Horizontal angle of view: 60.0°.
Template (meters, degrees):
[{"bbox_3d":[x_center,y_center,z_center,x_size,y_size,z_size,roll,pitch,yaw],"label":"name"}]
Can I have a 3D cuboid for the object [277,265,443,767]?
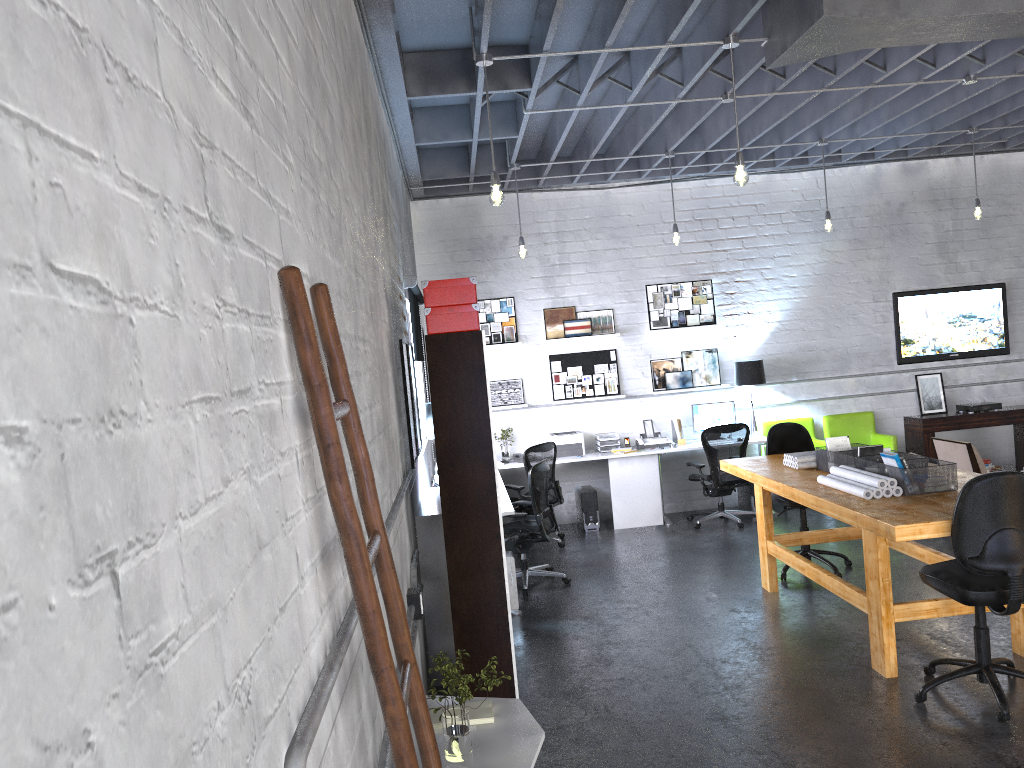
[{"bbox_3d":[-0.201,0.814,1.922,0.320,2.122,0.424,-5,3,-4],"label":"object"}]

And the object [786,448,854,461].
[{"bbox_3d":[2.234,0.505,6.376,0.519,0.047,0.046,-5,2,-3],"label":"object"}]

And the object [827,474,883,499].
[{"bbox_3d":[2.028,0.605,5.278,0.058,0.057,0.635,-5,2,-4],"label":"object"}]

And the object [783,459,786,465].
[{"bbox_3d":[2.234,0.543,6.448,0.519,0.047,0.047,-5,2,-3],"label":"object"}]

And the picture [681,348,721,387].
[{"bbox_3d":[2.093,-0.174,9.810,0.410,0.409,0.047,-5,3,-3],"label":"picture"}]

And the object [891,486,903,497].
[{"bbox_3d":[2.141,0.594,5.285,0.058,0.057,0.635,-5,2,-4],"label":"object"}]

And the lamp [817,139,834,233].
[{"bbox_3d":[2.994,-1.884,8.468,0.104,0.879,0.104,-5,3,-3],"label":"lamp"}]

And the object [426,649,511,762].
[{"bbox_3d":[-0.166,1.121,3.096,0.297,0.363,0.270,-4,3,31],"label":"object"}]

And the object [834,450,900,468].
[{"bbox_3d":[2.297,0.516,5.723,0.316,0.156,0.306,-5,2,-3],"label":"object"}]

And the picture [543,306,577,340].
[{"bbox_3d":[0.532,-0.665,9.690,0.355,0.343,0.042,-5,3,-3],"label":"picture"}]

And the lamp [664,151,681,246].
[{"bbox_3d":[1.520,-1.746,8.378,0.104,0.879,0.104,-5,3,-3],"label":"lamp"}]

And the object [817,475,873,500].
[{"bbox_3d":[1.971,0.610,5.275,0.057,0.058,0.635,-5,2,-4],"label":"object"}]

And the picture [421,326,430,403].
[{"bbox_3d":[-0.891,-0.123,9.148,0.020,0.936,0.658,-5,3,-4],"label":"picture"}]

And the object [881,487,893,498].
[{"bbox_3d":[2.084,0.599,5.282,0.057,0.058,0.635,-5,2,-4],"label":"object"}]

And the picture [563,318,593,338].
[{"bbox_3d":[0.718,-0.608,9.686,0.311,0.196,0.029,-5,3,-3],"label":"picture"}]

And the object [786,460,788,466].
[{"bbox_3d":[2.237,0.544,6.401,0.519,0.047,0.047,-5,2,-3],"label":"object"}]

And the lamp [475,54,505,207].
[{"bbox_3d":[-0.126,-1.492,5.248,0.104,0.879,0.104,-5,3,-3],"label":"lamp"}]

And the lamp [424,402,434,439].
[{"bbox_3d":[-0.461,0.543,6.576,0.333,0.832,0.333,-8,4,-42],"label":"lamp"}]

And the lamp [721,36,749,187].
[{"bbox_3d":[1.347,-1.630,5.337,0.104,0.879,0.104,-5,3,-3],"label":"lamp"}]

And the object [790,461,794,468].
[{"bbox_3d":[2.243,0.547,6.308,0.519,0.047,0.047,-5,2,-3],"label":"object"}]

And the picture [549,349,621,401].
[{"bbox_3d":[0.798,-0.100,9.724,0.749,0.504,0.058,-5,3,-3],"label":"picture"}]

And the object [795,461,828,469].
[{"bbox_3d":[2.249,0.549,6.215,0.519,0.047,0.047,-5,2,-3],"label":"object"}]

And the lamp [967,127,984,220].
[{"bbox_3d":[4.473,-2.023,8.557,0.104,0.879,0.104,-3,4,40],"label":"lamp"}]

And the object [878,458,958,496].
[{"bbox_3d":[2.337,0.532,5.110,0.316,0.156,0.306,-5,2,-3],"label":"object"}]

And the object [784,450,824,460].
[{"bbox_3d":[2.231,0.504,6.423,0.519,0.047,0.046,-5,2,-3],"label":"object"}]

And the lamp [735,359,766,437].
[{"bbox_3d":[2.609,0.160,9.651,0.333,0.832,0.333,-8,4,-42],"label":"lamp"}]

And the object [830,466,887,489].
[{"bbox_3d":[2.052,0.553,5.278,0.057,0.057,0.635,-5,2,-4],"label":"object"}]

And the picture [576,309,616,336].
[{"bbox_3d":[0.918,-0.668,9.712,0.410,0.277,0.036,-5,3,-3],"label":"picture"}]

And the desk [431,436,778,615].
[{"bbox_3d":[1.080,1.162,8.174,3.574,0.786,3.296,-5,2,-3],"label":"desk"}]

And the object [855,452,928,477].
[{"bbox_3d":[2.317,0.524,5.417,0.316,0.156,0.306,-5,2,-3],"label":"object"}]

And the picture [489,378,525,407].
[{"bbox_3d":[-0.078,0.096,9.681,0.410,0.277,0.036,-5,3,-3],"label":"picture"}]

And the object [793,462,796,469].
[{"bbox_3d":[2.246,0.548,6.262,0.519,0.047,0.047,-5,2,-3],"label":"object"}]

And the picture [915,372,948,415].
[{"bbox_3d":[4.711,0.111,9.964,0.308,0.457,0.092,-5,3,-3],"label":"picture"}]

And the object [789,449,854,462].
[{"bbox_3d":[2.237,0.506,6.330,0.519,0.047,0.046,-5,2,-3],"label":"object"}]

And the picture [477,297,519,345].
[{"bbox_3d":[-0.324,-0.665,9.627,0.749,0.504,0.058,-5,3,-3],"label":"picture"}]

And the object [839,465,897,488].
[{"bbox_3d":[2.109,0.548,5.281,0.057,0.057,0.635,-5,2,-4],"label":"object"}]

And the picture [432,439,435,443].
[{"bbox_3d":[-0.816,0.491,9.012,0.036,0.221,0.289,-5,2,-4],"label":"picture"}]

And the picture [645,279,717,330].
[{"bbox_3d":[1.861,-0.870,9.759,0.749,0.504,0.058,-5,3,-3],"label":"picture"}]

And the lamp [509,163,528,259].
[{"bbox_3d":[0.065,-1.609,8.290,0.104,0.879,0.104,-5,3,-3],"label":"lamp"}]

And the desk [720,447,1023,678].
[{"bbox_3d":[2.347,1.055,5.737,1.115,0.927,2.830,-5,2,-4],"label":"desk"}]

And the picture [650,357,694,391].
[{"bbox_3d":[1.763,-0.111,9.783,0.452,0.345,0.054,-5,3,-3],"label":"picture"}]
